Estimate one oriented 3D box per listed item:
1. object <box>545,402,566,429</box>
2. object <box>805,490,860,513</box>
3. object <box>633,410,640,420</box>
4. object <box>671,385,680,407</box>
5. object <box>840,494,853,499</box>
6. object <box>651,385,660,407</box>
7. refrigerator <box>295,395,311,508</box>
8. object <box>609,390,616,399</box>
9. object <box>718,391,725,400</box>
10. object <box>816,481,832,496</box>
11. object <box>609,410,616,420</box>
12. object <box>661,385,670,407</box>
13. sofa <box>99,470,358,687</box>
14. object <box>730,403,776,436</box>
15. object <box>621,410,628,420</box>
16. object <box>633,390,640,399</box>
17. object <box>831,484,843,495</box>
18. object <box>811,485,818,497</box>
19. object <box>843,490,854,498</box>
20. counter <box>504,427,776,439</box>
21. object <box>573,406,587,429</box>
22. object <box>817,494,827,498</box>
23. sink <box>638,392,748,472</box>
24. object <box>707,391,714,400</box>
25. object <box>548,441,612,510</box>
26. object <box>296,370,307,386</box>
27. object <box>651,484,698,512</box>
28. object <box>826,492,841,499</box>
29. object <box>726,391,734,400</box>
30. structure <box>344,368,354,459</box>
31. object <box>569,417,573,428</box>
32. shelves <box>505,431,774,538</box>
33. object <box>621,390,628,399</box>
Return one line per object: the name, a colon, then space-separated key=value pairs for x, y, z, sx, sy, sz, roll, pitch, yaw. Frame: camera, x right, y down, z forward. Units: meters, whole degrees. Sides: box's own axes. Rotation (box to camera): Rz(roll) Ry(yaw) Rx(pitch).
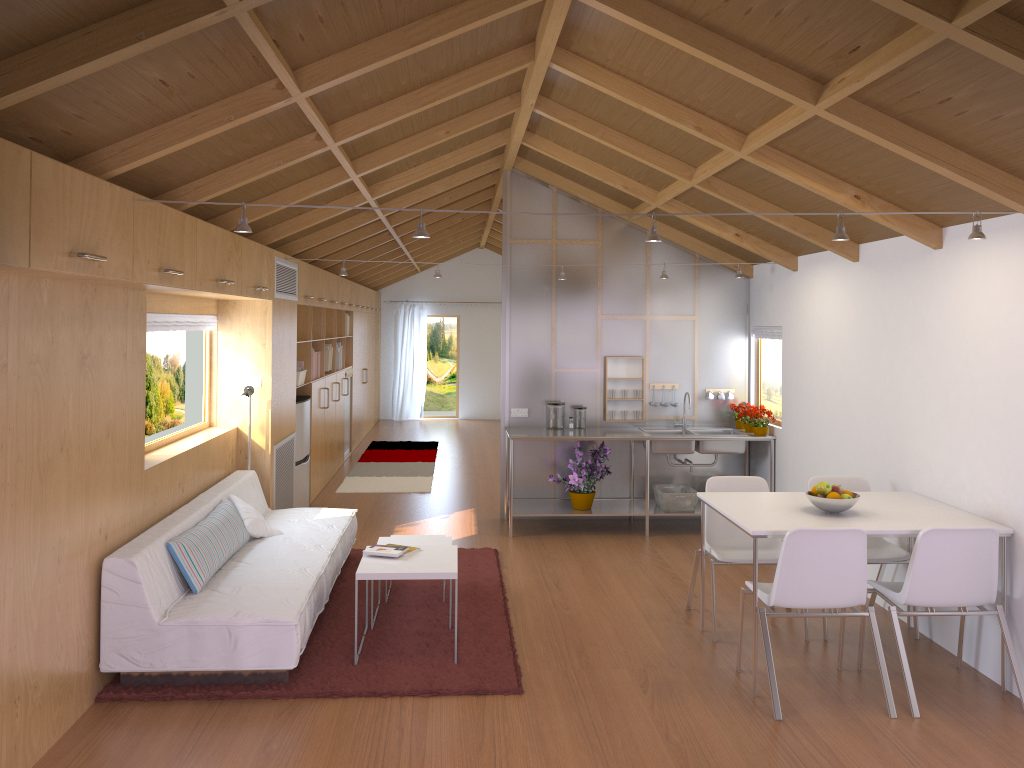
object: x=0.363 y=0.261 z=7.378 sx=0.172 sy=0.215 sz=0.172 roll=1 pitch=1 yaw=10
object: x=1.563 y=0.581 z=4.312 sx=0.255 sy=0.090 sz=0.255 roll=3 pitch=4 yaw=39
object: x=1.056 y=0.266 z=7.493 sx=0.061 sy=0.077 sz=0.061 roll=0 pitch=1 yaw=-30
object: x=1.388 y=0.106 z=7.515 sx=0.074 sy=0.183 sz=0.074 roll=1 pitch=0 yaw=28
object: x=1.609 y=0.565 z=4.267 sx=0.070 sy=0.069 sz=0.077 roll=0 pitch=2 yaw=-3
object: x=1.217 y=0.105 z=7.504 sx=0.074 sy=0.183 sz=0.074 roll=1 pitch=0 yaw=28
refrigerator: x=-1.891 y=0.621 z=7.632 sx=0.262 sy=0.987 sz=0.714 roll=1 pitch=1 yaw=-4
object: x=0.851 y=0.087 z=7.482 sx=0.061 sy=0.077 sz=0.061 roll=1 pitch=1 yaw=9
object: x=1.790 y=0.099 z=7.556 sx=0.059 sy=0.081 sz=0.062 roll=1 pitch=1 yaw=4
object: x=1.512 y=0.507 z=4.285 sx=0.070 sy=0.069 sz=0.077 roll=0 pitch=2 yaw=-3
object: x=0.849 y=0.265 z=7.480 sx=0.061 sy=0.077 sz=0.061 roll=1 pitch=1 yaw=9
object: x=1.302 y=0.105 z=7.509 sx=0.074 sy=0.183 sz=0.074 roll=1 pitch=0 yaw=28
sofa: x=-1.424 y=0.983 z=4.985 sx=0.862 sy=0.628 sz=2.358 roll=0 pitch=4 yaw=-4
object: x=1.962 y=0.282 z=7.259 sx=0.233 sy=0.235 sz=0.689 roll=0 pitch=3 yaw=-3
object: x=0.953 y=0.265 z=7.487 sx=0.061 sy=0.077 sz=0.061 roll=0 pitch=1 yaw=-30
object: x=1.058 y=0.088 z=7.495 sx=0.061 sy=0.077 sz=0.061 roll=0 pitch=1 yaw=-30
object: x=1.583 y=0.520 z=4.312 sx=0.063 sy=0.067 sz=0.061 roll=2 pitch=2 yaw=35
object: x=1.519 y=0.536 z=4.382 sx=0.067 sy=0.067 sz=0.068 roll=0 pitch=2 yaw=-28
object: x=1.637 y=0.554 z=4.331 sx=0.068 sy=0.066 sz=0.067 roll=2 pitch=2 yaw=40
counter: x=1.008 y=0.398 z=7.215 sx=2.109 sy=0.021 sz=0.651 roll=0 pitch=4 yaw=-4
object: x=0.571 y=0.282 z=7.411 sx=0.113 sy=0.177 sz=0.113 roll=1 pitch=1 yaw=17
object: x=1.526 y=0.567 z=4.315 sx=0.080 sy=0.089 sz=0.078 roll=-1 pitch=2 yaw=-44
sink: x=1.473 y=0.392 z=7.270 sx=0.810 sy=0.641 sz=0.564 roll=0 pitch=1 yaw=-4
object: x=1.696 y=0.097 z=7.555 sx=0.059 sy=0.080 sz=0.062 roll=0 pitch=1 yaw=-4
object: x=0.573 y=0.725 z=7.071 sx=0.524 sy=0.553 sz=0.351 roll=0 pitch=1 yaw=-12
object: x=-1.899 y=-0.055 z=7.628 sx=0.203 sy=0.122 sz=0.350 roll=0 pitch=3 yaw=-4
object: x=1.319 y=0.925 z=7.160 sx=0.298 sy=0.159 sz=0.415 roll=0 pitch=3 yaw=-4
object: x=1.545 y=0.552 z=4.247 sx=0.067 sy=0.067 sz=0.068 roll=0 pitch=2 yaw=-28
object: x=1.868 y=0.098 z=7.566 sx=0.059 sy=0.080 sz=0.062 roll=0 pitch=1 yaw=-4
structure: x=-2.131 y=0.349 z=10.783 sx=0.315 sy=1.079 sz=0.726 roll=1 pitch=1 yaw=-4
object: x=0.489 y=0.318 z=7.308 sx=0.037 sy=0.092 sz=0.037 roll=1 pitch=0 yaw=11
shelves: x=1.004 y=0.793 z=7.211 sx=2.092 sy=0.753 sz=0.633 roll=0 pitch=1 yaw=-4
object: x=0.954 y=0.088 z=7.489 sx=0.061 sy=0.077 sz=0.061 roll=0 pitch=1 yaw=-30
